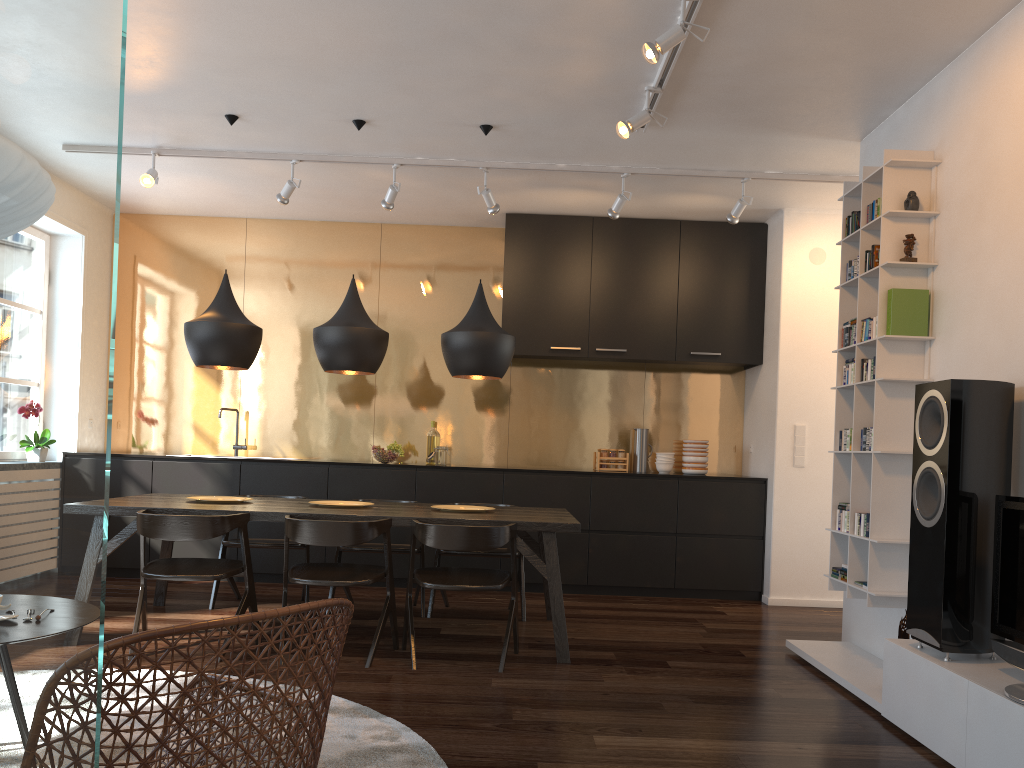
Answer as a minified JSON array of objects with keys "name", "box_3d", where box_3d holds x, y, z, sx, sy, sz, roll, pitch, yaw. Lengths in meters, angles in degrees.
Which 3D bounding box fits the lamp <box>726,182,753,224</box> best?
[{"name":"lamp","box_3d":[1.444,-1.138,5.544,0.085,0.239,0.251,2,-2,-24]}]

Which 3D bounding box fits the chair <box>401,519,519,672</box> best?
[{"name":"chair","box_3d":[-0.240,0.996,4.254,0.593,0.670,0.520,2,-2,-2]}]

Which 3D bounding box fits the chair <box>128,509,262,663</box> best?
[{"name":"chair","box_3d":[-1.534,0.946,4.240,0.593,0.670,0.520,2,-2,-2]}]

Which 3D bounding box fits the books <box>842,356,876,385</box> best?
[{"name":"books","box_3d":[1.723,-0.058,4.242,0.122,0.112,0.469,2,-4,0]}]

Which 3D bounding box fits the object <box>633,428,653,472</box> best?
[{"name":"object","box_3d":[1.026,0.521,6.934,0.164,0.339,0.114,2,0,3]}]

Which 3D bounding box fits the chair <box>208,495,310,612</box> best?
[{"name":"chair","box_3d":[-1.521,1.042,5.511,0.593,0.670,0.520,2,-2,-4]}]

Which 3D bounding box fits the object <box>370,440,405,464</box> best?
[{"name":"object","box_3d":[-0.927,0.503,6.572,0.239,0.173,0.178,3,-2,-16]}]

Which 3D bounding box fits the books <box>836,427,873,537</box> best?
[{"name":"books","box_3d":[1.699,0.468,4.243,0.122,0.510,0.470,2,-2,0]}]

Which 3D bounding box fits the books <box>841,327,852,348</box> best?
[{"name":"books","box_3d":[1.713,-0.229,4.426,0.096,0.104,0.101,2,-2,0]}]

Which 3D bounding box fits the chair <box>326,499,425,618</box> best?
[{"name":"chair","box_3d":[-0.811,1.067,5.487,0.593,0.670,0.520,2,-2,-2]}]

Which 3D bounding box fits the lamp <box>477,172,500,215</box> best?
[{"name":"lamp","box_3d":[0.246,-0.331,6.191,0.089,1.845,1.839,2,-2,34]}]

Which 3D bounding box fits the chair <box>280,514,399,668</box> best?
[{"name":"chair","box_3d":[-0.852,0.972,4.250,0.593,0.670,0.520,2,-2,0]}]

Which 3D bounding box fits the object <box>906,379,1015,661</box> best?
[{"name":"object","box_3d":[1.666,0.498,3.260,0.280,1.002,0.295,2,0,0]}]

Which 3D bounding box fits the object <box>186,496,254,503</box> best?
[{"name":"object","box_3d":[-1.604,0.636,4.855,0.356,0.016,0.357,2,-4,3]}]

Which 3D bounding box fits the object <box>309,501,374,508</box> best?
[{"name":"object","box_3d":[-0.936,0.662,4.859,0.356,0.016,0.356,4,-5,-19]}]

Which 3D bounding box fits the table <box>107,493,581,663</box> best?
[{"name":"table","box_3d":[-0.933,1.008,4.821,2.500,0.678,1.109,2,-3,0]}]

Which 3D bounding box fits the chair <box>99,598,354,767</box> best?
[{"name":"chair","box_3d":[-0.735,0.757,1.742,0.685,0.709,0.720,1,-3,32]}]

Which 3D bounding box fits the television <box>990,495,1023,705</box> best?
[{"name":"television","box_3d":[1.674,0.651,2.630,0.345,0.600,0.791,2,-3,18]}]

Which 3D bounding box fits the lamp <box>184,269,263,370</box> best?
[{"name":"lamp","box_3d":[-1.577,-0.358,4.848,0.410,0.540,0.412,1,-2,33]}]

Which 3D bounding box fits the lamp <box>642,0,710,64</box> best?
[{"name":"lamp","box_3d":[0.621,-1.335,3.354,0.251,0.238,0.085,2,-1,5]}]

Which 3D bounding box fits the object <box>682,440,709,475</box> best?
[{"name":"object","box_3d":[1.421,0.568,6.858,0.198,0.264,0.198,3,-2,-26]}]

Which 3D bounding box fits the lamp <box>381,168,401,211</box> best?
[{"name":"lamp","box_3d":[-0.734,-1.221,5.528,0.085,0.239,0.250,2,-2,-34]}]

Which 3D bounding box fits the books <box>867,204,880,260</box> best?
[{"name":"books","box_3d":[1.743,-0.693,4.124,0.107,0.332,0.229,2,-1,0]}]

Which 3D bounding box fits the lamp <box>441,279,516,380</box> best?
[{"name":"lamp","box_3d":[-0.182,-0.305,4.856,0.412,0.540,0.410,4,-2,-43]}]

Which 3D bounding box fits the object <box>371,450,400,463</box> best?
[{"name":"object","box_3d":[-0.940,0.542,6.585,0.219,0.097,0.219,5,-5,-43]}]

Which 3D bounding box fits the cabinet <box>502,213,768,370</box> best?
[{"name":"cabinet","box_3d":[0.910,-0.691,6.807,1.955,1.050,0.532,2,-1,0]}]

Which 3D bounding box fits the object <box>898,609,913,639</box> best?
[{"name":"object","box_3d":[1.683,1.133,3.758,0.121,0.350,0.213,2,-1,0]}]

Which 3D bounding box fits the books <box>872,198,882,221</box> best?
[{"name":"books","box_3d":[1.747,-0.810,4.087,0.101,0.110,0.161,2,-3,0]}]

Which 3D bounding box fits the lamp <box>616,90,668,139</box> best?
[{"name":"lamp","box_3d":[0.614,-1.271,4.192,0.251,0.239,0.085,3,-1,-18]}]

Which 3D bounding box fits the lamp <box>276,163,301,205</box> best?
[{"name":"lamp","box_3d":[-1.374,-1.247,5.516,0.251,0.238,0.085,0,-2,40]}]

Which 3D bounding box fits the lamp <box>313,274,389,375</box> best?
[{"name":"lamp","box_3d":[-0.880,-0.331,4.852,0.411,0.540,0.411,3,-2,-24]}]

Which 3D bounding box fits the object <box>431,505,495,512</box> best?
[{"name":"object","box_3d":[-0.269,0.687,4.863,0.356,0.016,0.357,2,-4,3]}]

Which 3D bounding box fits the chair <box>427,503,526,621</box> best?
[{"name":"chair","box_3d":[-0.203,1.090,5.490,0.593,0.670,0.520,2,-2,-1]}]

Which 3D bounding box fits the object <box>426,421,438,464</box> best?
[{"name":"object","box_3d":[-0.625,0.459,6.934,0.092,0.339,0.092,2,0,-33]}]

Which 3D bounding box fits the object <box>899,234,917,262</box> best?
[{"name":"object","box_3d":[1.782,-0.606,3.966,0.064,0.140,0.045,2,0,-9]}]

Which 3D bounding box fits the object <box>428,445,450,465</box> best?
[{"name":"object","box_3d":[-0.559,0.543,6.774,0.177,0.151,0.088,3,-1,-23]}]

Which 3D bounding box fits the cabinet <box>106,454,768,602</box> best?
[{"name":"cabinet","box_3d":[-0.705,1.058,6.703,5.063,0.900,0.734,2,-2,0]}]

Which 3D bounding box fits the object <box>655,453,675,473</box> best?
[{"name":"object","box_3d":[1.189,0.613,6.879,0.157,0.160,0.154,1,-2,28]}]

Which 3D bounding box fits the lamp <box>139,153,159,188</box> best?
[{"name":"lamp","box_3d":[-2.197,-1.288,5.369,0.085,0.239,0.251,2,-2,-13]}]

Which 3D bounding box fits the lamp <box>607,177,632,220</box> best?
[{"name":"lamp","box_3d":[0.692,-1.167,5.538,0.085,0.239,0.251,2,-2,-29]}]

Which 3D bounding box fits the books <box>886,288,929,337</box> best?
[{"name":"books","box_3d":[1.776,-0.316,3.972,0.166,0.214,0.049,2,0,0]}]

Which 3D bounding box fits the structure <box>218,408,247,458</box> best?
[{"name":"structure","box_3d":[-2.146,0.380,6.807,0.109,0.385,0.266,2,-1,16]}]

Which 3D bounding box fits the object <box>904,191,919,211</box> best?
[{"name":"object","box_3d":[1.793,-0.815,3.966,0.060,0.101,0.064,3,-1,-24]}]
